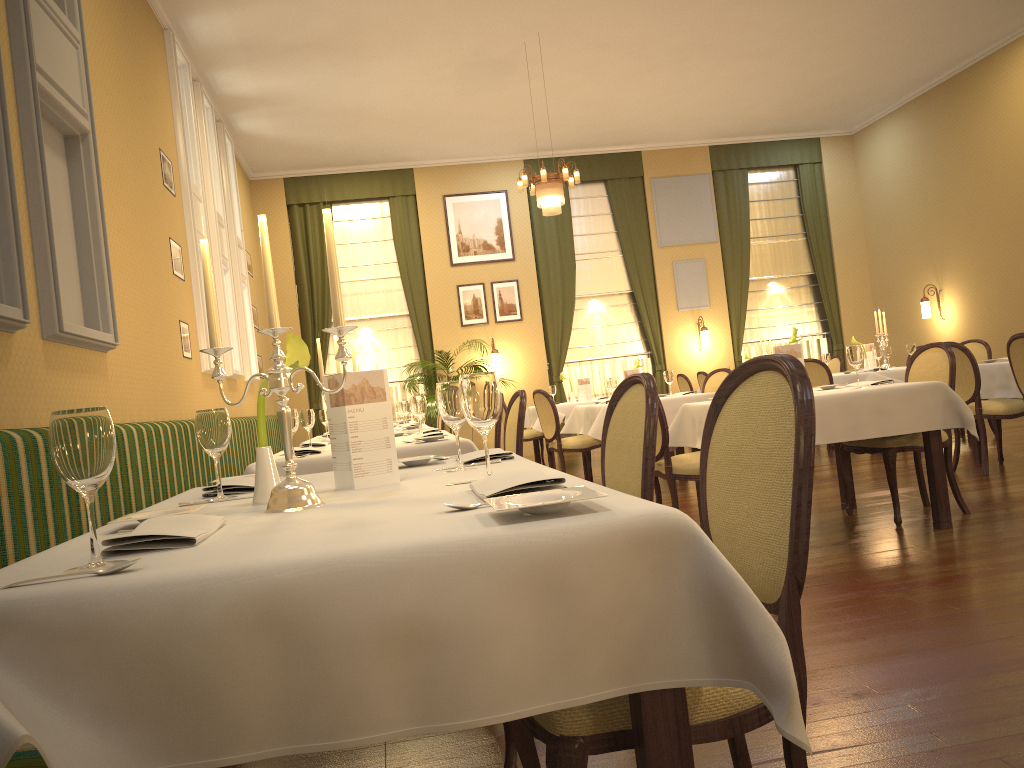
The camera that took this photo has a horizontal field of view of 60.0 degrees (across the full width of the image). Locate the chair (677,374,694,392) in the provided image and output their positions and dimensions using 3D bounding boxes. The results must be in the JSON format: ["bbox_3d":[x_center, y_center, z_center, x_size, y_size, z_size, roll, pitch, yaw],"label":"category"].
[{"bbox_3d":[2.570,0.308,11.957,0.571,0.955,0.530,-6,-1,-9],"label":"chair"}]

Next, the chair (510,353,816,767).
[{"bbox_3d":[0.271,0.449,1.591,0.571,0.955,0.530,-6,-1,-9],"label":"chair"}]

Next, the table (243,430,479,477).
[{"bbox_3d":[-0.743,0.702,4.942,1.385,0.759,2.152,-6,-1,-8],"label":"table"}]

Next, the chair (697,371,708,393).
[{"bbox_3d":[2.683,0.285,11.193,0.571,0.955,0.530,-6,-1,-9],"label":"chair"}]

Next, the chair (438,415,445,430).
[{"bbox_3d":[-0.955,0.689,9.844,0.571,0.955,0.530,-6,-1,-9],"label":"chair"}]

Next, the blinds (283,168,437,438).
[{"bbox_3d":[-2.127,-0.943,12.927,1.934,4.537,0.225,-6,-1,-9],"label":"blinds"}]

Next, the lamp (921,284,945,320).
[{"bbox_3d":[5.825,-1.129,12.325,0.323,0.513,0.114,-6,-1,-19],"label":"lamp"}]

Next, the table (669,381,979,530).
[{"bbox_3d":[1.682,0.422,4.968,1.389,0.759,1.395,-7,-1,-7],"label":"table"}]

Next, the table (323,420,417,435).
[{"bbox_3d":[-1.536,0.858,10.285,1.385,0.759,2.152,-6,-1,-8],"label":"table"}]

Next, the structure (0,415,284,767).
[{"bbox_3d":[-1.847,0.706,5.504,0.850,1.031,14.516,-6,-1,-9],"label":"structure"}]

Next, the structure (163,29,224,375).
[{"bbox_3d":[-2.903,-1.570,7.969,0.200,2.985,0.687,-6,-1,-9],"label":"structure"}]

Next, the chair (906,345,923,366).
[{"bbox_3d":[4.190,0.090,9.449,0.571,0.955,0.530,-6,-1,-9],"label":"chair"}]

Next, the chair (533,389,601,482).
[{"bbox_3d":[0.528,0.495,7.885,0.571,0.955,0.530,-6,-1,-19],"label":"chair"}]

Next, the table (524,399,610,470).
[{"bbox_3d":[0.839,0.588,10.642,1.389,0.759,1.395,-7,-1,-7],"label":"table"}]

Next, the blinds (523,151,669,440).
[{"bbox_3d":[1.321,-1.335,13.440,1.878,4.537,0.129,-6,-1,-9],"label":"blinds"}]

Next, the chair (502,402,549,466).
[{"bbox_3d":[0.136,0.572,10.544,0.571,0.955,0.530,-6,-1,-9],"label":"chair"}]

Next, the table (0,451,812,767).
[{"bbox_3d":[-0.311,0.617,2.032,1.385,0.759,2.152,-6,-1,-8],"label":"table"}]

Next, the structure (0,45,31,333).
[{"bbox_3d":[-2.210,-1.765,3.260,0.200,3.103,0.956,-6,-1,-9],"label":"structure"}]

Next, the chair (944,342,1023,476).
[{"bbox_3d":[3.402,0.144,6.357,0.571,0.955,0.530,-6,-1,-9],"label":"chair"}]

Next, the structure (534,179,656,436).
[{"bbox_3d":[1.298,-1.319,13.556,1.900,4.511,0.134,-6,-1,-9],"label":"structure"}]

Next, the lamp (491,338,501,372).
[{"bbox_3d":[-0.277,-0.416,12.964,0.114,0.513,0.323,-6,-1,-19],"label":"lamp"}]

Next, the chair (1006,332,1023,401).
[{"bbox_3d":[3.515,0.122,5.593,0.571,0.955,0.530,-6,-1,-9],"label":"chair"}]

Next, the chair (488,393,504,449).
[{"bbox_3d":[-0.282,0.558,5.328,0.571,0.955,0.530,-6,-1,-9],"label":"chair"}]

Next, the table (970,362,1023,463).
[{"bbox_3d":[4.172,0.148,6.099,1.385,0.759,2.152,-6,-1,-8],"label":"table"}]

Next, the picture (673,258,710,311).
[{"bbox_3d":[2.753,-1.521,13.597,0.512,0.769,0.027,-6,-1,-9],"label":"picture"}]

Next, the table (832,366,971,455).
[{"bbox_3d":[3.732,0.234,9.056,1.385,0.759,2.152,-6,-1,-8],"label":"table"}]

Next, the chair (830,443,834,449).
[{"bbox_3d":[2.963,0.231,9.314,0.571,0.955,0.530,-6,-1,-9],"label":"chair"}]

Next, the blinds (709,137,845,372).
[{"bbox_3d":[4.188,-1.661,13.876,1.876,4.537,0.129,-6,-1,-9],"label":"blinds"}]

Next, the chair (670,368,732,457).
[{"bbox_3d":[1.757,0.355,8.041,0.571,0.955,0.530,-6,-1,-29],"label":"chair"}]

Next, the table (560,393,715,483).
[{"bbox_3d":[1.235,0.510,7.975,1.389,0.759,1.395,-7,-1,-7],"label":"table"}]

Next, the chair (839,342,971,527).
[{"bbox_3d":[2.207,0.266,5.004,0.571,0.955,0.530,-6,-1,-9],"label":"chair"}]

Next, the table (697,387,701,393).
[{"bbox_3d":[3.340,0.312,11.700,1.385,0.759,2.152,-6,-1,-8],"label":"table"}]

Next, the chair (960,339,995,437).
[{"bbox_3d":[4.360,0.061,8.605,0.571,0.955,0.530,-6,-1,-29],"label":"chair"}]

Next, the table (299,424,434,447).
[{"bbox_3d":[-1.140,0.780,7.616,1.385,0.759,2.152,-6,-1,-8],"label":"table"}]

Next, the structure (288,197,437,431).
[{"bbox_3d":[-2.143,-0.927,13.039,1.942,4.511,0.123,-6,-1,-9],"label":"structure"}]

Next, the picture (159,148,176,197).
[{"bbox_3d":[-2.775,-1.699,7.145,0.008,0.294,0.401,-6,-1,-9],"label":"picture"}]

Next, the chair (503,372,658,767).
[{"bbox_3d":[0.150,0.473,2.418,0.571,0.955,0.530,-6,-1,-9],"label":"chair"}]

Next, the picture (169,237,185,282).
[{"bbox_3d":[-2.694,-0.999,7.136,0.008,0.294,0.401,-6,-1,-9],"label":"picture"}]

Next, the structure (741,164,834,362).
[{"bbox_3d":[4.164,-1.644,13.992,1.898,4.511,0.137,-6,-1,-9],"label":"structure"}]

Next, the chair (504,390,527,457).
[{"bbox_3d":[-0.161,0.534,4.502,0.571,0.955,0.530,-6,-1,-9],"label":"chair"}]

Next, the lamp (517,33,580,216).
[{"bbox_3d":[0.303,-2.605,8.947,0.593,1.796,0.593,-6,-1,-11],"label":"lamp"}]

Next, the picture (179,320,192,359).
[{"bbox_3d":[-2.616,-0.352,7.110,0.008,0.294,0.313,-6,-1,-9],"label":"picture"}]

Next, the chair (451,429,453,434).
[{"bbox_3d":[-0.681,0.636,8.009,0.571,0.955,0.530,-6,-1,-9],"label":"chair"}]

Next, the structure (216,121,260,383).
[{"bbox_3d":[-3.265,-1.499,10.407,0.200,2.985,0.670,-6,-1,-9],"label":"structure"}]

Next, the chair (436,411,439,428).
[{"bbox_3d":[-1.046,0.710,10.682,0.571,0.955,0.530,-6,-1,-9],"label":"chair"}]

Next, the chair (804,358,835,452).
[{"bbox_3d":[3.063,0.210,8.569,0.571,0.955,0.530,-6,-1,-34],"label":"chair"}]

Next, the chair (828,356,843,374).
[{"bbox_3d":[3.921,0.143,11.259,0.571,0.955,0.530,-6,-1,-9],"label":"chair"}]

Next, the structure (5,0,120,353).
[{"bbox_3d":[-2.397,-1.728,4.517,0.200,3.103,0.956,-6,-1,-9],"label":"structure"}]

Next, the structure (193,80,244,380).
[{"bbox_3d":[-3.079,-1.535,9.152,0.200,2.985,0.661,-6,-1,-9],"label":"structure"}]

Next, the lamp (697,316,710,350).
[{"bbox_3d":[2.862,-0.773,13.441,0.114,0.513,0.323,-6,-1,-19],"label":"lamp"}]

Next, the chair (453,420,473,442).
[{"bbox_3d":[-0.556,0.612,7.204,0.571,0.955,0.530,-7,-1,16],"label":"chair"}]

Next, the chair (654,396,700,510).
[{"bbox_3d":[0.979,0.406,4.870,0.571,0.955,0.530,-6,-1,-9],"label":"chair"}]
